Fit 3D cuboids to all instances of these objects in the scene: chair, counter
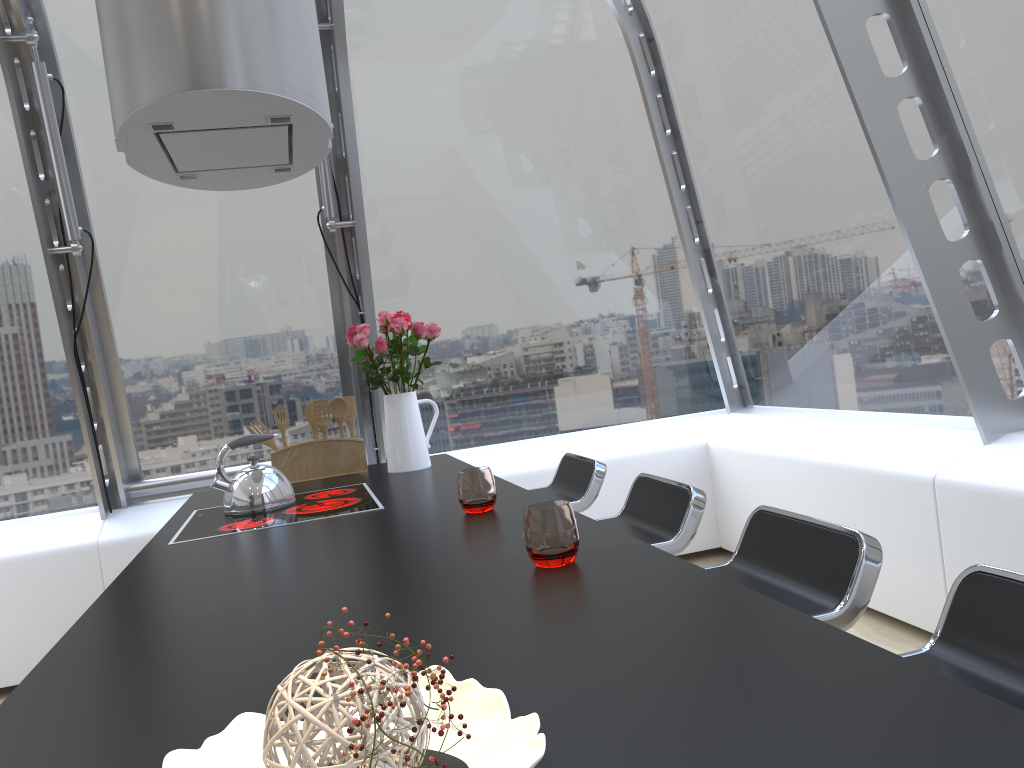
[{"bbox_3d":[0.263,0.695,2.272,0.460,0.857,0.418,-8,2,-13],"label":"chair"},{"bbox_3d":[0.099,0.694,2.985,0.460,0.857,0.418,-8,2,-13],"label":"chair"},{"bbox_3d":[-0.305,0.365,1.755,1.006,0.018,3.800,-8,2,-14],"label":"counter"},{"bbox_3d":[0.547,0.696,1.033,0.460,0.857,0.418,-8,2,-13],"label":"chair"},{"bbox_3d":[0.412,0.696,1.620,0.460,0.857,0.418,-8,2,-13],"label":"chair"}]

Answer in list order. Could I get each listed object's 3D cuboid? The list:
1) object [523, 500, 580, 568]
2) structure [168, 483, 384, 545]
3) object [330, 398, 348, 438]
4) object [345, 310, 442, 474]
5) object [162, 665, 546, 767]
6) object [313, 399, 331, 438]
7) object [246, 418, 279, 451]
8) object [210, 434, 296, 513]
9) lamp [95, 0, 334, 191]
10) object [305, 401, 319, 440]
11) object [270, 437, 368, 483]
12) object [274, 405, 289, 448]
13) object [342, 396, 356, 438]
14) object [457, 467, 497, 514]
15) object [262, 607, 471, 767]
[{"bbox_3d":[0.069,0.261,1.542,0.095,0.106,0.095,-8,2,-15],"label":"object"},{"bbox_3d":[-0.694,0.397,2.668,0.562,0.041,0.640,-8,2,-14],"label":"structure"},{"bbox_3d":[-0.657,0.200,3.432,0.068,0.298,0.039,-8,2,-13],"label":"object"},{"bbox_3d":[-0.415,0.022,3.277,0.350,0.596,0.327,-8,2,-7],"label":"object"},{"bbox_3d":[-0.139,0.350,0.775,0.334,0.078,0.329,-8,2,-27],"label":"object"},{"bbox_3d":[-0.718,0.208,3.415,0.057,0.299,0.019,-8,2,-13],"label":"object"},{"bbox_3d":[-0.903,0.250,3.391,0.199,0.259,0.016,-8,2,-2],"label":"object"},{"bbox_3d":[-0.813,0.273,2.808,0.221,0.230,0.221,-7,2,18],"label":"object"},{"bbox_3d":[-0.900,-1.171,2.622,0.606,0.966,1.112,-8,2,-14],"label":"lamp"},{"bbox_3d":[-0.755,0.212,3.427,0.061,0.299,0.040,-8,2,-15],"label":"object"},{"bbox_3d":[-0.743,0.290,3.419,0.353,0.157,0.084,-8,2,-13],"label":"object"},{"bbox_3d":[-0.871,0.227,3.401,0.055,0.299,0.027,-8,2,-13],"label":"object"},{"bbox_3d":[-0.625,0.195,3.457,0.057,0.294,0.030,-8,2,-13],"label":"object"},{"bbox_3d":[-0.086,0.262,2.180,0.095,0.106,0.095,-7,2,7],"label":"object"},{"bbox_3d":[-0.140,0.289,0.763,0.190,0.191,0.165,-7,2,14],"label":"object"}]
